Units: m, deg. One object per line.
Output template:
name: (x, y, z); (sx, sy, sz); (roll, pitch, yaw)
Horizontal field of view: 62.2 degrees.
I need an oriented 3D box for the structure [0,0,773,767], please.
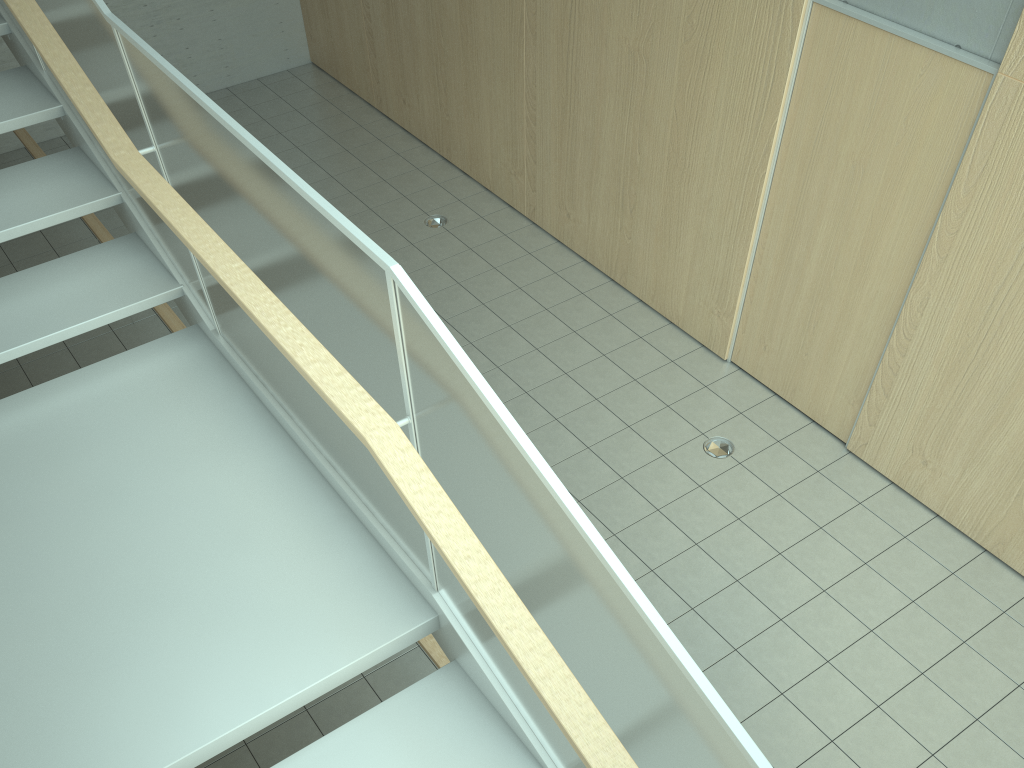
structure: (-1.658, 0.023, 2.709); (1.789, 4.945, 11.404); (-31, 54, -26)
